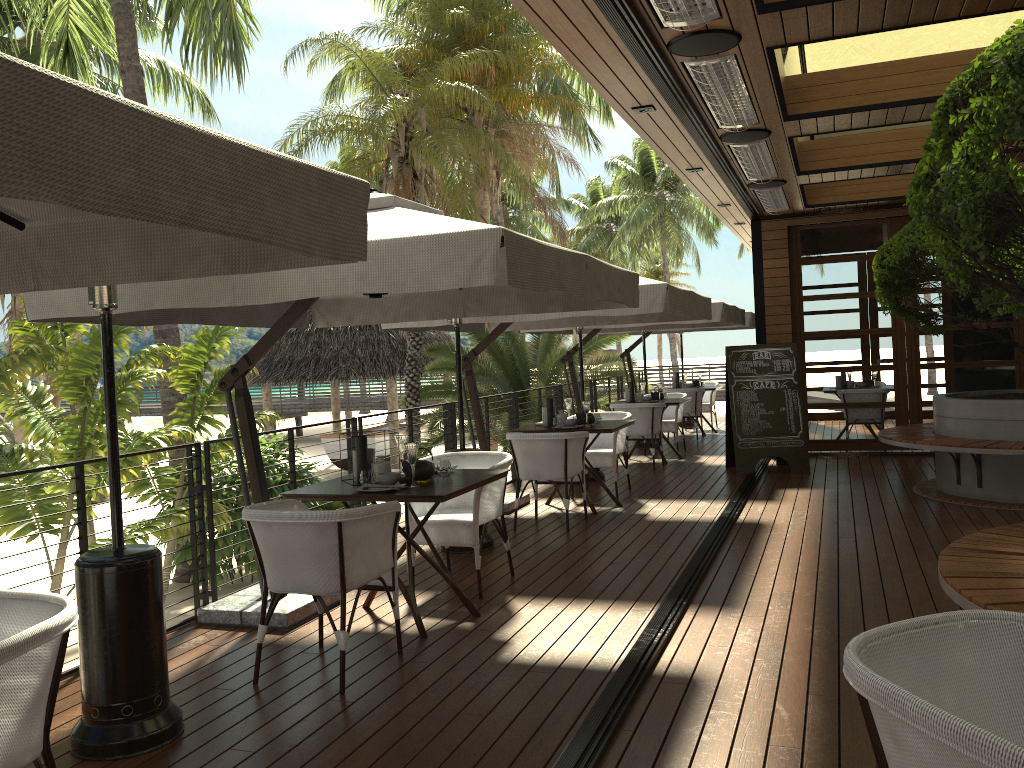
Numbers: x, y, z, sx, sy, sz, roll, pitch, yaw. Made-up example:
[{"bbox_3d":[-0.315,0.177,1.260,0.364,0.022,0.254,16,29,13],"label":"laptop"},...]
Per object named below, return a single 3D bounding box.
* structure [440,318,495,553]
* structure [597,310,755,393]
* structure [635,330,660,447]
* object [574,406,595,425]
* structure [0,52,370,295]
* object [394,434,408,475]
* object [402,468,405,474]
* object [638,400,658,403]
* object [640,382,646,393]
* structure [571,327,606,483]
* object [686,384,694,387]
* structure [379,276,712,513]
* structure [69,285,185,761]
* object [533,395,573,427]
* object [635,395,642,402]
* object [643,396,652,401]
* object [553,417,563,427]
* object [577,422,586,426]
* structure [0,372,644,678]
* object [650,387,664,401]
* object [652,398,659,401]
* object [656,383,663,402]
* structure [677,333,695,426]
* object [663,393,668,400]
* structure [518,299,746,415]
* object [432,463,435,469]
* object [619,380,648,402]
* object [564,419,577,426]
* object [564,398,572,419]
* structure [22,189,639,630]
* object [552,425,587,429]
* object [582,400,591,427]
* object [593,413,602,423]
[{"bbox_3d":[-0.381,0.111,6.537,0.699,2.192,0.699,-3,1,8],"label":"structure"},{"bbox_3d":[2.777,-0.349,14.312,2.413,2.332,2.415,-2,1,20],"label":"structure"},{"bbox_3d":[1.932,-0.198,12.852,0.699,2.192,0.699,-3,1,8],"label":"structure"},{"bbox_3d":[0.659,0.277,7.929,0.163,0.179,0.168,-2,1,22],"label":"object"},{"bbox_3d":[-1.867,0.272,1.633,2.413,2.332,2.415,-2,1,20],"label":"structure"},{"bbox_3d":[-0.631,0.402,5.079,0.082,0.227,0.082,-2,1,21],"label":"object"},{"bbox_3d":[-0.581,0.497,5.015,0.080,0.042,0.080,-3,2,-19],"label":"object"},{"bbox_3d":[1.668,0.216,10.806,0.294,0.025,0.170,-2,2,20],"label":"object"},{"bbox_3d":[1.689,0.092,11.413,0.082,0.227,0.082,-2,1,21],"label":"object"},{"bbox_3d":[0.764,-0.042,9.662,0.699,2.192,0.699,-3,1,8],"label":"structure"},{"bbox_3d":[2.849,0.034,14.171,0.116,0.065,0.116,-2,2,24],"label":"object"},{"bbox_3d":[0.455,-0.038,7.972,2.413,2.332,2.415,-2,1,20],"label":"structure"},{"bbox_3d":[-1.530,0.265,3.401,0.699,2.192,0.699,-3,1,8],"label":"structure"},{"bbox_3d":[0.376,0.246,8.034,0.263,0.264,0.263,-3,1,-25],"label":"object"},{"bbox_3d":[1.566,0.184,10.988,0.086,0.086,0.086,-2,1,25],"label":"object"},{"bbox_3d":[1.676,0.190,10.969,0.116,0.065,0.116,-2,2,24],"label":"object"},{"bbox_3d":[0.404,0.339,7.815,0.086,0.086,0.086,-2,1,25],"label":"object"},{"bbox_3d":[0.607,0.354,7.764,0.080,0.042,0.080,-3,2,-19],"label":"object"},{"bbox_3d":[-2.044,0.946,4.276,0.163,1.153,26.283,-2,2,20],"label":"structure"},{"bbox_3d":[1.820,0.122,11.104,0.168,0.179,0.163,-2,1,18],"label":"object"},{"bbox_3d":[1.769,0.198,10.937,0.080,0.042,0.080,-2,2,11],"label":"object"},{"bbox_3d":[1.813,0.103,10.870,0.082,0.227,0.082,-2,1,21],"label":"object"},{"bbox_3d":[3.069,-0.350,15.956,0.699,2.192,0.699,-3,1,8],"label":"structure"},{"bbox_3d":[1.942,0.157,11.294,0.086,0.086,0.086,-2,1,25],"label":"object"},{"bbox_3d":[1.616,-0.193,11.142,2.413,2.332,2.415,-2,1,20],"label":"structure"},{"bbox_3d":[-0.488,0.482,4.982,0.116,0.065,0.116,-2,2,19],"label":"object"},{"bbox_3d":[1.538,0.090,11.206,0.263,0.264,0.263,-3,1,-25],"label":"object"},{"bbox_3d":[0.514,0.346,7.797,0.116,0.065,0.116,-2,2,19],"label":"object"},{"bbox_3d":[0.527,0.247,8.241,0.082,0.227,0.082,-2,1,21],"label":"object"},{"bbox_3d":[-0.706,0.117,4.803,2.413,2.332,2.415,-2,1,20],"label":"structure"},{"bbox_3d":[0.506,0.371,7.634,0.294,0.025,0.170,-2,2,20],"label":"object"},{"bbox_3d":[0.651,0.258,7.698,0.082,0.227,0.082,-3,1,9],"label":"object"},{"bbox_3d":[0.780,0.312,8.122,0.086,0.086,0.086,-2,1,25],"label":"object"}]
